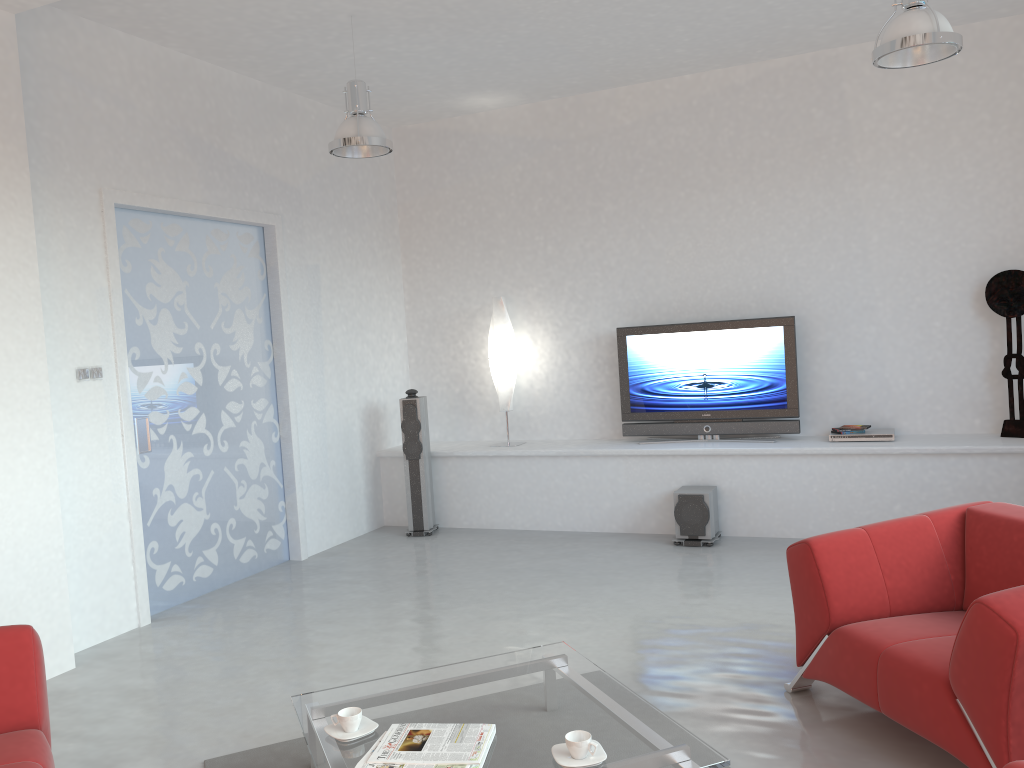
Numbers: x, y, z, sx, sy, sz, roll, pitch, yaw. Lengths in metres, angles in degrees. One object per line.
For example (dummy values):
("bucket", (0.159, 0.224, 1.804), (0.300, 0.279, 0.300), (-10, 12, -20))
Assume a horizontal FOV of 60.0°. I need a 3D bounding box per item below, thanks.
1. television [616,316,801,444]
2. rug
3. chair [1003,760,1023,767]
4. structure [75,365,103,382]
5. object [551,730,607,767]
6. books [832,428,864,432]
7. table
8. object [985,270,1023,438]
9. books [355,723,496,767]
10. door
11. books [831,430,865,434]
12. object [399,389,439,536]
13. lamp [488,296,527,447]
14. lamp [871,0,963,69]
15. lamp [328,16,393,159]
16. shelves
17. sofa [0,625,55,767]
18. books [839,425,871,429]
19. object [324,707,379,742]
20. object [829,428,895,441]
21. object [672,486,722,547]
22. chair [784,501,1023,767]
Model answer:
("television", (1.493, -0.019, 6.837), (1.356, 0.919, 0.343), (-2, 3, 24))
("rug", (-0.083, 1.399, 2.910), (1.700, 0.025, 1.700), (-5, 3, -21))
("chair", (0.686, 1.073, 1.188), (1.288, 0.738, 0.951), (-5, 3, -16))
("structure", (-2.350, -0.059, 4.938), (0.016, 0.080, 0.170), (-2, 3, 24))
("object", (0.196, 1.072, 2.617), (0.153, 0.069, 0.153), (-4, 3, -9))
("books", (2.432, 0.328, 6.423), (0.190, 0.015, 0.135), (-4, 3, 4))
("table", (-0.082, 1.253, 2.907), (1.097, 0.286, 1.162), (-5, 3, -21))
("object", (3.392, -0.205, 5.985), (0.108, 1.130, 0.331), (-6, 4, -41))
("books", (-0.247, 1.114, 2.701), (0.367, 0.035, 0.345), (-3, 3, 14))
("door", (-2.038, 0.096, 5.892), (0.240, 2.550, 1.600), (-2, 3, 24))
("books", (2.433, 0.343, 6.421), (0.190, 0.015, 0.135), (-4, 3, -11))
("object", (-0.769, 0.629, 7.225), (0.255, 1.184, 0.273), (-3, 3, 9))
("lamp", (-0.068, -0.108, 7.428), (0.263, 1.239, 0.263), (-3, 3, 16))
("lamp", (1.824, -1.896, 4.034), (0.379, 0.800, 0.379), (-5, 3, -26))
("lamp", (-0.923, -1.780, 5.255), (0.379, 0.800, 0.379), (-3, 3, 20))
("shelves", (1.482, 0.472, 6.754), (5.500, 0.050, 0.650), (-2, 3, 24))
("sofa", (-1.674, 1.176, 2.179), (0.951, 0.738, 1.929), (-5, 3, -26))
("books", (2.476, 0.312, 6.397), (0.190, 0.015, 0.135), (-2, 4, 34))
("object", (-0.526, 1.105, 2.898), (0.153, 0.069, 0.153), (-6, 4, -39))
("object", (2.531, 0.367, 6.409), (0.430, 0.045, 0.352), (-2, 3, 24))
("object", (1.321, 0.943, 6.358), (0.336, 0.374, 0.337), (-2, 3, 24))
("chair", (1.709, 0.901, 3.198), (0.951, 0.738, 1.288), (-5, 3, -16))
